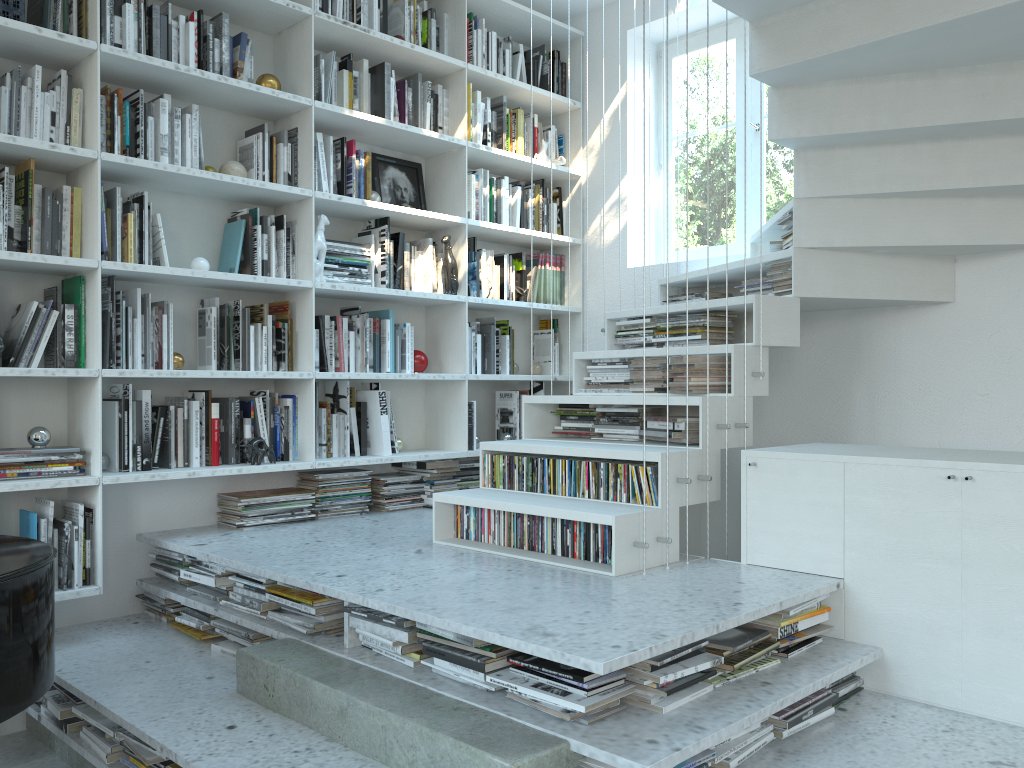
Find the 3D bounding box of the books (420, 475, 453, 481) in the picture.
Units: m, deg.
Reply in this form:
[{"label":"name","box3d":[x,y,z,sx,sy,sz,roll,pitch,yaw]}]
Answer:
[{"label":"books","box3d":[-0.408,0.441,4.249,0.173,0.019,0.196,0,0,-40]}]

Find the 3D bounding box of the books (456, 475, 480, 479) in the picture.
[{"label":"books","box3d":[-0.247,0.458,4.463,0.198,0.009,0.354,0,0,42]}]

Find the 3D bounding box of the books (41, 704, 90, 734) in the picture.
[{"label":"books","box3d":[-1.337,1.027,2.782,0.237,0.030,0.189,0,0,45]}]

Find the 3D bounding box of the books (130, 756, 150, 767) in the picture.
[{"label":"books","box3d":[-0.890,0.997,2.353,0.205,0.012,0.165,0,0,45]}]

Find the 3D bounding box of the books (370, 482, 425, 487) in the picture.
[{"label":"books","box3d":[-0.519,0.461,4.180,0.327,0.008,0.207,0,0,-40]}]

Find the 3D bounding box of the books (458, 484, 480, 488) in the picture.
[{"label":"books","box3d":[-0.247,0.502,4.463,0.198,0.009,0.354,0,0,42]}]

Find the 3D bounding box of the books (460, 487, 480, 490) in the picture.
[{"label":"books","box3d":[-0.249,0.519,4.464,0.203,0.009,0.320,0,0,43]}]

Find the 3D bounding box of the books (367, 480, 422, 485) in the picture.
[{"label":"books","box3d":[-0.525,0.453,4.186,0.327,0.008,0.207,0,0,-43]}]

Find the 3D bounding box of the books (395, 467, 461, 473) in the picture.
[{"label":"books","box3d":[-0.404,0.407,4.252,0.285,0.012,0.159,0,0,41]}]

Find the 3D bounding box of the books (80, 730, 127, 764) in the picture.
[{"label":"books","box3d":[-1.120,1.026,2.564,0.177,0.026,0.230,0,0,-42]}]

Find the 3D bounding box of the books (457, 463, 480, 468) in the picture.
[{"label":"books","box3d":[-0.248,0.402,4.466,0.354,0.017,0.198,0,0,-43]}]

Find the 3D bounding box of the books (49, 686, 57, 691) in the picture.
[{"label":"books","box3d":[-1.548,0.987,2.986,0.278,0.012,0.177,0,0,41]}]

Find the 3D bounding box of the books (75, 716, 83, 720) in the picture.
[{"label":"books","box3d":[-1.329,1.006,2.790,0.206,0.012,0.147,0,0,40]}]

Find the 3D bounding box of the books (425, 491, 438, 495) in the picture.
[{"label":"books","box3d":[-0.397,0.511,4.260,0.149,0.013,0.209,0,0,-42]}]

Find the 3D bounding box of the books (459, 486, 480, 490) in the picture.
[{"label":"books","box3d":[-0.252,0.510,4.466,0.201,0.009,0.359,0,0,44]}]

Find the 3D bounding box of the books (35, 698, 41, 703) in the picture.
[{"label":"books","box3d":[-1.547,1.013,2.987,0.179,0.012,0.261,0,0,-42]}]

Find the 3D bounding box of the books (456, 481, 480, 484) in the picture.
[{"label":"books","box3d":[-0.247,0.484,4.463,0.354,0.009,0.198,0,0,-42]}]

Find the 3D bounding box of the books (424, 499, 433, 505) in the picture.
[{"label":"books","box3d":[-0.399,0.550,4.258,0.244,0.025,0.160,0,0,44]}]

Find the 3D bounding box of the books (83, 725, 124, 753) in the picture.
[{"label":"books","box3d":[-1.115,1.006,2.569,0.172,0.014,0.221,0,0,-44]}]

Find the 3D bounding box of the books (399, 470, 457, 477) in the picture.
[{"label":"books","box3d":[-0.404,0.425,4.253,0.165,0.015,0.243,0,0,-42]}]

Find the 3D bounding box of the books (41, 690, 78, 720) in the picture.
[{"label":"books","box3d":[-1.343,0.986,2.776,0.191,0.028,0.212,0,0,-41]}]

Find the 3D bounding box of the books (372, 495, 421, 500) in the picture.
[{"label":"books","box3d":[-0.524,0.522,4.187,0.327,0.008,0.207,0,0,-43]}]

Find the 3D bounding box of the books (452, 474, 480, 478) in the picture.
[{"label":"books","box3d":[-0.249,0.450,4.465,0.198,0.009,0.354,0,0,43]}]

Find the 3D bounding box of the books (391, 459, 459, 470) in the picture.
[{"label":"books","box3d":[-0.415,0.378,4.241,0.204,0.036,0.266,0,0,-44]}]

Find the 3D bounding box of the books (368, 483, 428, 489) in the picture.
[{"label":"books","box3d":[-0.527,0.469,4.189,0.205,0.007,0.367,0,0,44]}]

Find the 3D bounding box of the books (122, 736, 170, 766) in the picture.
[{"label":"books","box3d":[-0.903,0.943,2.340,0.182,0.016,0.199,0,0,-40]}]

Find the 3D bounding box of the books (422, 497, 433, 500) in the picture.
[{"label":"books","box3d":[-0.407,0.534,4.250,0.281,0.008,0.168,0,0,41]}]

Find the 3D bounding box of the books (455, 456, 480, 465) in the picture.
[{"label":"books","box3d":[-0.252,0.385,4.470,0.198,0.017,0.354,0,0,45]}]

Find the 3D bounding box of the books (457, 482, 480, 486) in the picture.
[{"label":"books","box3d":[-0.245,0.493,4.461,0.315,0.009,0.199,0,0,-41]}]

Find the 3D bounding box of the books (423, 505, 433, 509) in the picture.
[{"label":"books","box3d":[-0.402,0.577,4.256,0.159,0.012,0.278,0,0,-42]}]

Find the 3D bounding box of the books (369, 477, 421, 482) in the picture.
[{"label":"books","box3d":[-0.519,0.437,4.179,0.205,0.007,0.367,0,0,40]}]

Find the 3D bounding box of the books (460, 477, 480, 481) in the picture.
[{"label":"books","box3d":[-0.247,0.467,4.463,0.199,0.009,0.315,0,0,42]}]

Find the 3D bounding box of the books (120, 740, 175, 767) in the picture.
[{"label":"books","box3d":[-0.898,0.955,2.345,0.241,0.009,0.169,0,0,41]}]

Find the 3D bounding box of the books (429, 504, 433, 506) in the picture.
[{"label":"books","box3d":[-0.394,0.567,4.263,0.292,0.008,0.131,0,0,41]}]

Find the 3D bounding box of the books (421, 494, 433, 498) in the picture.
[{"label":"books","box3d":[-0.407,0.523,4.250,0.206,0.012,0.183,0,0,44]}]

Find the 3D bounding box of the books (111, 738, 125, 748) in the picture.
[{"label":"books","box3d":[-1.106,0.995,2.578,0.300,0.007,0.149,0,0,45]}]

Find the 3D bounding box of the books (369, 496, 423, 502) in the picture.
[{"label":"books","box3d":[-0.522,0.529,4.185,0.205,0.007,0.367,0,0,42]}]

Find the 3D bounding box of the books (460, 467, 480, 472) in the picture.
[{"label":"books","box3d":[-0.244,0.420,4.462,0.199,0.018,0.315,0,0,41]}]

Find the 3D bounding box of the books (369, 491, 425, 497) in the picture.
[{"label":"books","box3d":[-0.527,0.507,4.189,0.367,0.007,0.205,0,0,-44]}]

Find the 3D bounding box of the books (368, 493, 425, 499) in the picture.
[{"label":"books","box3d":[-0.524,0.514,4.187,0.207,0.008,0.327,0,0,43]}]

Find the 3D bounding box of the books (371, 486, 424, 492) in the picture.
[{"label":"books","box3d":[-0.523,0.484,4.184,0.207,0.008,0.327,0,0,42]}]

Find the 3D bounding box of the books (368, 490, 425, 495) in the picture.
[{"label":"books","box3d":[-0.527,0.499,4.188,0.327,0.008,0.207,0,0,-44]}]

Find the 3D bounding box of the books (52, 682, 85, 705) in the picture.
[{"label":"books","box3d":[-1.331,0.949,2.788,0.160,0.009,0.291,0,0,-43]}]

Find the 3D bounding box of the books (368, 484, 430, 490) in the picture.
[{"label":"books","box3d":[-0.525,0.476,4.186,0.327,0.008,0.207,0,0,-43]}]

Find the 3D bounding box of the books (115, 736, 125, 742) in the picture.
[{"label":"books","box3d":[-1.107,0.986,2.577,0.147,0.012,0.206,0,0,-44]}]

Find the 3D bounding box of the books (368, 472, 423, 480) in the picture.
[{"label":"books","box3d":[-0.525,0.430,4.186,0.367,0.007,0.205,0,0,-43]}]

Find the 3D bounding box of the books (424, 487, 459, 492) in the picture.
[{"label":"books","box3d":[-0.402,0.494,4.255,0.158,0.008,0.292,0,0,-42]}]

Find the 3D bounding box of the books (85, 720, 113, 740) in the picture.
[{"label":"books","box3d":[-1.118,0.969,2.565,0.171,0.020,0.193,0,0,-41]}]

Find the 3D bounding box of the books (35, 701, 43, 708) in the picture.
[{"label":"books","box3d":[-1.539,1.035,2.995,0.241,0.016,0.171,0,0,45]}]

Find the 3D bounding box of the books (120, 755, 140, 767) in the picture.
[{"label":"books","box3d":[-0.894,1.009,2.349,0.292,0.012,0.159,0,0,42]}]

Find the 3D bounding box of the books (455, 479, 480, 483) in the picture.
[{"label":"books","box3d":[-0.243,0.476,4.459,0.315,0.009,0.199,0,0,-40]}]

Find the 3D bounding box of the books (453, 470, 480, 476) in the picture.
[{"label":"books","box3d":[-0.241,0.437,4.459,0.354,0.017,0.198,0,0,-40]}]

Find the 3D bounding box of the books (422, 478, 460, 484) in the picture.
[{"label":"books","box3d":[-0.402,0.456,4.254,0.282,0.010,0.169,0,0,44]}]

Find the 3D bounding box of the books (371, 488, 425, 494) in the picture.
[{"label":"books","box3d":[-0.523,0.492,4.184,0.367,0.007,0.205,0,0,-42]}]

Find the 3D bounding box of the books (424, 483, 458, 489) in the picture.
[{"label":"books","box3d":[-0.399,0.483,4.258,0.235,0.014,0.165,0,0,45]}]

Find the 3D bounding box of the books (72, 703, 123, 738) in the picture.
[{"label":"books","box3d":[-1.120,0.952,2.563,0.294,0.015,0.180,0,0,43]}]

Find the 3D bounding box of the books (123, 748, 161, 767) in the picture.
[{"label":"books","box3d":[-0.894,0.978,2.349,0.246,0.011,0.159,0,0,41]}]
